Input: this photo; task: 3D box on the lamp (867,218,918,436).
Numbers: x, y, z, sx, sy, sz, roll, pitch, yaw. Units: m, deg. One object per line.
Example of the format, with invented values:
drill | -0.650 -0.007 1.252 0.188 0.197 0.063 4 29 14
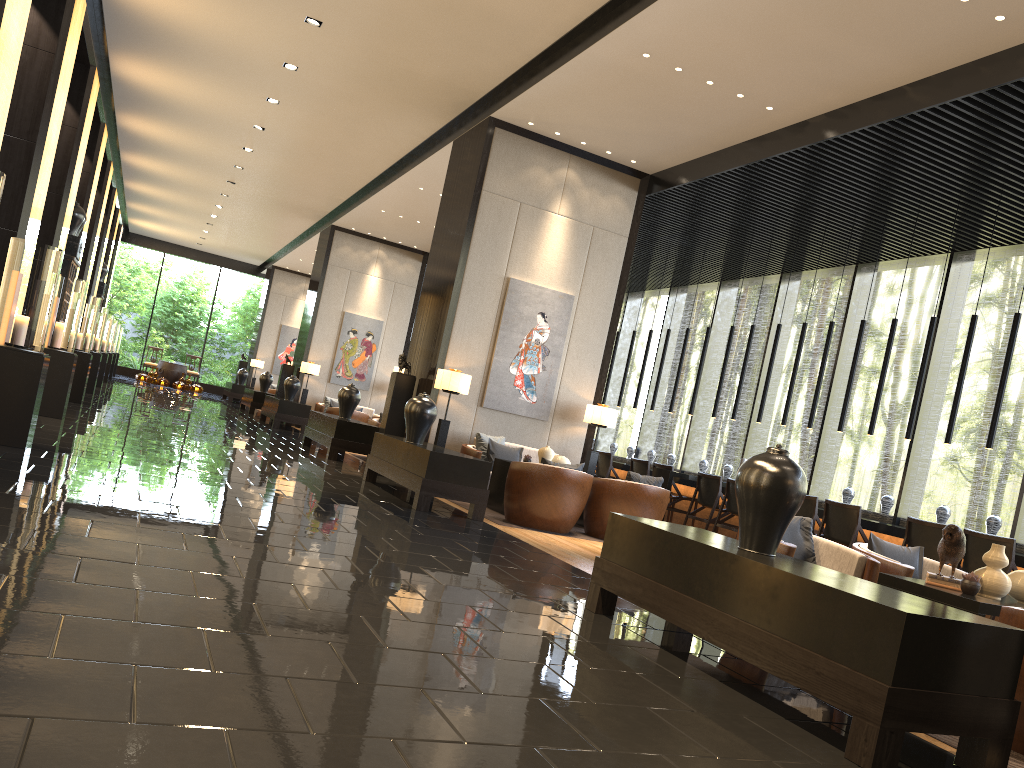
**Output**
lamp | 4.055 -0.636 9.390 0.060 2.421 0.059 12 0 -28

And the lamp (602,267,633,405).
lamp | 1.783 -0.826 14.847 0.060 2.421 0.059 12 0 -28

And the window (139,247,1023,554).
window | -3.011 -1.187 14.463 12.108 4.226 31.766 13 -3 -23

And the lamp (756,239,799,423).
lamp | 3.345 -0.696 11.094 0.060 2.421 0.059 12 0 -28

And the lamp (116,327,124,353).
lamp | -11.236 -1.270 25.053 0.339 0.729 0.335 12 0 -35

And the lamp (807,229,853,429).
lamp | 3.698 -0.666 10.246 0.060 2.421 0.059 12 0 -28

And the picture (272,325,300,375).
picture | -6.677 -0.960 26.719 0.838 1.502 0.037 12 0 -23

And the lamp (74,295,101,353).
lamp | -5.614 -0.800 11.548 0.338 0.729 0.335 12 0 -17

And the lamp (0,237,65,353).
lamp | -3.366 -0.612 6.146 0.334 0.729 0.339 12 0 40

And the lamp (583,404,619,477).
lamp | 0.924 0.904 10.322 0.374 1.351 0.375 12 0 7

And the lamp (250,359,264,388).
lamp | -7.613 -0.068 26.073 0.374 1.351 0.375 12 0 7

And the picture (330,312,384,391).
picture | -3.227 -0.672 18.433 0.838 1.502 0.037 12 0 -23

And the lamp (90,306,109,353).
lamp | -6.739 -0.894 14.249 0.338 0.729 0.335 12 0 -21

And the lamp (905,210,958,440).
lamp | 4.247 -0.620 8.929 0.060 2.421 0.060 12 0 -18

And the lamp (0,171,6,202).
lamp | -2.259 -0.519 3.488 0.337 0.729 0.336 12 0 -14

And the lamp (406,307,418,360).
lamp | -3.044 -1.230 26.443 0.059 2.421 0.060 12 0 32

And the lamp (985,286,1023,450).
lamp | 4.604 -0.590 8.071 0.060 2.421 0.060 12 0 -18

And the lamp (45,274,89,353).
lamp | -4.490 -0.706 8.847 0.334 0.729 0.339 12 0 40

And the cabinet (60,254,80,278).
cabinet | -6.731 -0.901 12.708 0.550 1.923 1.182 12 -1 -23

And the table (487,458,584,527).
table | 0.346 1.138 9.119 1.047 0.517 0.573 13 -2 -23

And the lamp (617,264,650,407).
lamp | 1.984 -0.809 14.364 0.060 2.421 0.059 12 0 -28

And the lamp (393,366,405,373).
lamp | -1.448 0.463 11.254 0.373 1.319 0.376 12 0 21

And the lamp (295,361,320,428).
lamp | -4.170 0.220 17.801 0.375 1.351 0.374 12 0 -4

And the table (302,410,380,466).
table | -2.329 0.718 12.000 0.623 0.513 1.953 13 -3 -23

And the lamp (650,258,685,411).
lamp | 2.375 -0.777 13.425 0.060 2.421 0.059 12 0 -28

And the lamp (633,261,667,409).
lamp | 2.178 -0.793 13.897 0.060 2.421 0.059 12 0 -28

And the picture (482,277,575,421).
picture | 0.197 -0.386 10.208 0.838 1.502 0.037 12 0 -23

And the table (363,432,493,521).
table | -0.849 0.842 8.443 0.623 0.513 1.953 13 -3 -23

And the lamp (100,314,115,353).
lamp | -7.863 -0.988 16.950 0.338 0.729 0.335 12 0 -21

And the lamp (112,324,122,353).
lamp | -10.112 -1.176 22.352 0.338 0.729 0.335 12 0 -21

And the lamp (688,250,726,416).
lamp | 2.769 -0.744 12.478 0.060 2.421 0.059 12 0 -28

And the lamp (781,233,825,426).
lamp | 3.523 -0.681 10.666 0.060 2.421 0.059 12 0 -28

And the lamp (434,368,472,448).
lamp | -0.752 0.507 9.591 0.373 1.348 0.377 12 0 28

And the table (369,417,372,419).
table | -3.092 0.850 17.379 1.047 0.517 0.573 13 -2 -23

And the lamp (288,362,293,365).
lamp | -4.862 0.162 19.465 0.375 1.351 0.374 12 0 -4

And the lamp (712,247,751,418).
lamp | 2.980 -0.726 11.971 0.060 2.421 0.059 12 0 -28

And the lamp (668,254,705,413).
lamp | 2.571 -0.760 12.953 0.060 2.421 0.059 12 0 -28

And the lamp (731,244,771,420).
lamp | 3.145 -0.712 11.574 0.060 2.421 0.059 12 0 -28

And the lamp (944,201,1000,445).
lamp | 4.430 -0.605 8.489 0.060 2.421 0.059 12 0 -28

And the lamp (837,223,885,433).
lamp | 3.884 -0.651 9.800 0.060 2.421 0.059 12 0 -28

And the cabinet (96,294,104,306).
cabinet | -10.107 -1.183 20.820 0.550 1.923 1.182 12 -1 -23

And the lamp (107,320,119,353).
lamp | -8.988 -1.082 19.651 0.338 0.729 0.335 12 0 -21
